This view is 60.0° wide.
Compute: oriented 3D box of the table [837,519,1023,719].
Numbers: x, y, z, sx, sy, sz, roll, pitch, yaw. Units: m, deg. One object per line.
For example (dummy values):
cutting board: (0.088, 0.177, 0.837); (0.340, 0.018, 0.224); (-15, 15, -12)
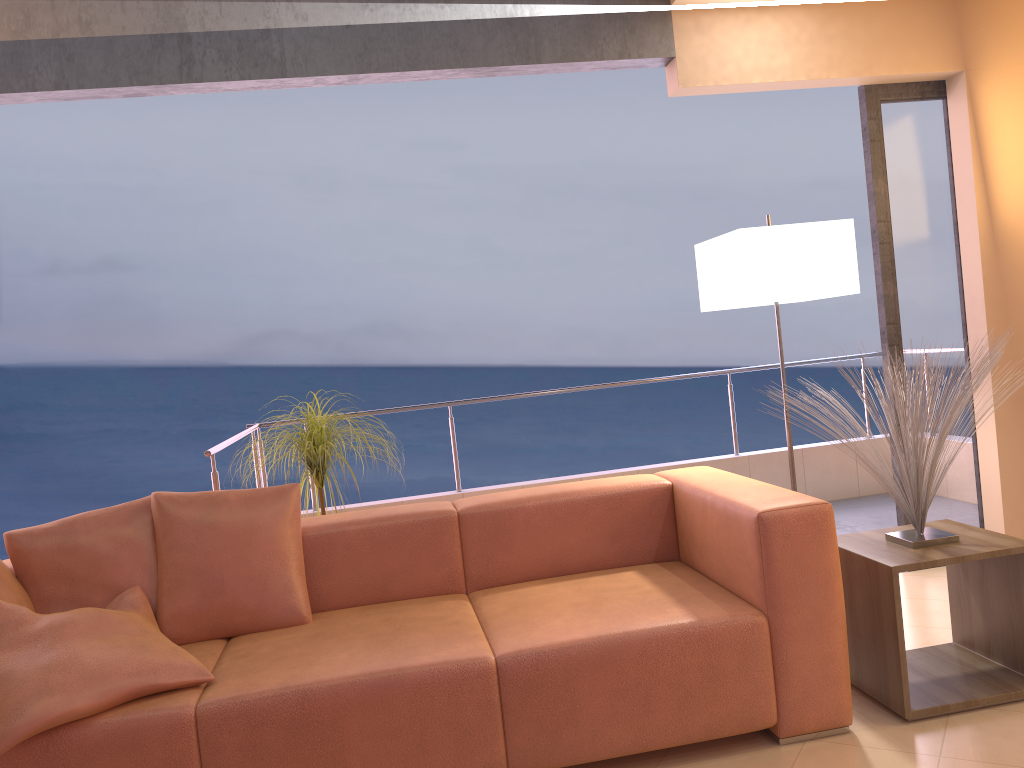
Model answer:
table: (1.279, 0.696, 2.725); (0.469, 0.436, 0.415); (-6, 2, -9)

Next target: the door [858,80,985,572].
door: (1.879, -0.263, 3.966); (0.480, 2.160, 0.056); (-6, 2, -9)

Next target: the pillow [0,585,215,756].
pillow: (-1.149, 0.692, 2.347); (0.517, 0.292, 0.514); (-8, 3, -40)

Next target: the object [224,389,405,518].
object: (-0.789, 0.570, 3.699); (0.703, 1.088, 0.729); (-8, 3, -40)

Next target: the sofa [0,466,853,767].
sofa: (-0.482, 0.785, 2.695); (2.781, 0.672, 0.943); (-6, 2, -9)

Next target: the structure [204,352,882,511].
structure: (0.680, 0.288, 4.641); (4.176, 0.541, 1.663); (-6, 2, -9)

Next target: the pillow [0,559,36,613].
pillow: (-1.528, 0.634, 2.487); (0.314, 0.455, 0.519); (-7, 2, -13)

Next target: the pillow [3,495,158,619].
pillow: (-1.267, 0.591, 2.720); (0.492, 0.446, 0.255); (-7, 2, -26)

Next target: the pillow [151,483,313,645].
pillow: (-0.882, 0.549, 2.778); (0.470, 0.468, 0.211); (-7, 2, -14)

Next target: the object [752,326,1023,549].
object: (1.209, 0.163, 2.789); (0.703, 0.634, 0.700); (-4, 3, 37)

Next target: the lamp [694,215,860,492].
lamp: (1.084, 0.123, 3.495); (0.454, 1.578, 0.454); (-6, 2, -9)
